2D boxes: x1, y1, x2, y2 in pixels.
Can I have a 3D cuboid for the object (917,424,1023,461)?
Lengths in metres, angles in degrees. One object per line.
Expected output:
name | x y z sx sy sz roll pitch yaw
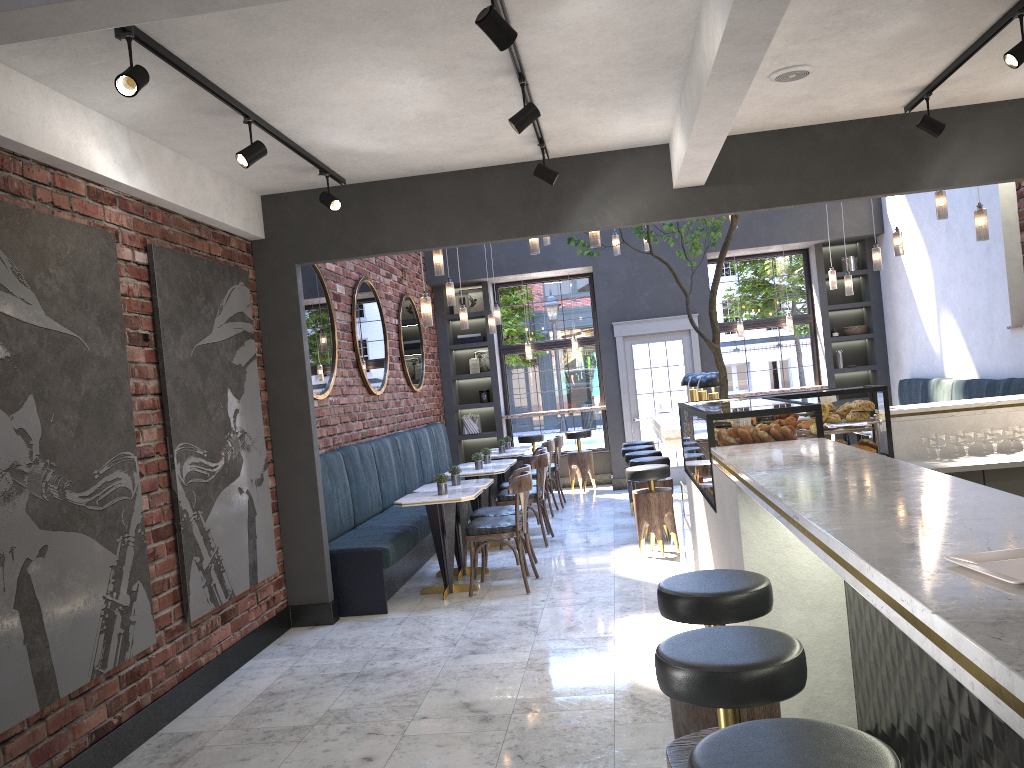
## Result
object | 2.667 0.337 5.104 0.575 0.147 0.255 -6 0 7

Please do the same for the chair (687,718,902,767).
chair | 0.536 1.064 1.578 0.370 0.821 0.372 -6 0 -40

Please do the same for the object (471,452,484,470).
object | -0.325 0.740 8.540 0.118 0.165 0.122 -6 0 -16

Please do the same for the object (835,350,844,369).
object | 4.405 -0.330 11.923 0.098 0.248 0.098 -6 0 -44

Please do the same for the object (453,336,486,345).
object | -0.597 -0.613 12.530 0.412 0.084 0.286 -6 0 7

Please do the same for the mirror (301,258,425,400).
mirror | -1.424 -0.639 8.930 0.036 1.510 4.773 -6 0 7

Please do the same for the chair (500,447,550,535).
chair | 0.141 1.102 9.120 0.521 0.851 0.538 -6 0 0

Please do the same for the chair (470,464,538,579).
chair | -0.066 1.119 7.299 0.521 0.851 0.538 -6 0 8

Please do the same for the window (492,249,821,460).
window | 1.170 -1.722 6.379 6.406 5.365 12.707 -6 0 7

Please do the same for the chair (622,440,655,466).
chair | 1.490 1.031 10.208 0.370 0.737 0.372 -6 0 -40

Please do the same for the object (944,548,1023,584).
object | 0.813 0.246 1.350 0.176 0.097 0.301 -6 0 -2

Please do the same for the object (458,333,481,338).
object | -0.606 -0.674 12.542 0.327 0.039 0.227 -6 0 -3

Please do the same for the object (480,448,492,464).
object | -0.259 0.734 9.118 0.118 0.165 0.122 -6 0 -16

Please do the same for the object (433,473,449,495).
object | -0.534 0.756 6.731 0.118 0.165 0.122 -6 0 -16

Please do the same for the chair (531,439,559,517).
chair | 0.270 1.092 10.262 0.521 0.851 0.538 -6 0 8

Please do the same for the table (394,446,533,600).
table | 1.704 0.999 8.603 4.600 0.751 4.829 -6 0 7

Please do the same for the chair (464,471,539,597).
chair | -0.072 1.118 6.718 0.521 0.851 0.538 -6 0 8

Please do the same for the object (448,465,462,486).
object | -0.467 0.751 7.308 0.118 0.165 0.122 -6 0 -16

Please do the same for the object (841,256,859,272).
object | 4.562 -1.613 11.965 0.214 0.215 0.213 -6 0 16

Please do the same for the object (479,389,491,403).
object | -0.383 0.175 12.512 0.152 0.181 0.152 -5 0 45

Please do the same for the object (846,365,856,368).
object | 4.548 -0.233 11.881 0.130 0.026 0.130 -6 0 -10

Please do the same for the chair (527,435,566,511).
chair | 0.404 1.080 10.829 0.521 0.851 0.497 -6 0 6

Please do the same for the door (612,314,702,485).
door | 1.995 0.240 11.733 1.132 2.219 0.152 -6 0 7

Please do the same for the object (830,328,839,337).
object | 4.352 -0.690 11.968 0.116 0.119 0.117 -6 0 -17

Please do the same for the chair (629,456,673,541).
chair | 1.293 1.046 8.115 0.372 0.737 0.370 -5 0 34

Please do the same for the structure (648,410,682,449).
structure | 1.945 0.825 8.683 0.990 1.050 3.489 -6 0 7

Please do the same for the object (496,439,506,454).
object | -0.122 0.724 10.307 0.118 0.165 0.122 -6 0 -16

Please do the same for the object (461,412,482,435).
object | -0.577 0.550 12.556 0.250 0.323 0.241 -6 0 7

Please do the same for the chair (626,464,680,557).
chair | 1.169 1.057 7.421 0.370 0.737 0.372 -6 0 -40

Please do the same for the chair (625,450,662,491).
chair | 1.340 1.043 8.813 0.370 0.737 0.372 -6 0 -40

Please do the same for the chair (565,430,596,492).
chair | 0.940 1.047 12.131 0.371 0.821 0.371 -6 0 -31

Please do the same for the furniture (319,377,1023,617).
furniture | 1.692 0.799 8.645 6.022 1.151 5.340 -6 0 7

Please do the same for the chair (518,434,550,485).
chair | 0.304 1.110 12.229 0.370 0.821 0.372 -6 0 -31

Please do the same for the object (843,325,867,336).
object | 4.628 -0.719 11.959 0.305 0.123 0.304 -6 0 28

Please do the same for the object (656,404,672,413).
object | 1.722 0.274 10.063 0.176 0.098 0.204 -6 0 12

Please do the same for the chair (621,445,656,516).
chair | 1.389 1.039 9.505 0.370 0.737 0.372 -6 0 -3

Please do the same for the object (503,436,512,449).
object | -0.055 0.718 10.885 0.118 0.165 0.122 -6 0 -16

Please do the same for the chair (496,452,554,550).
chair | 0.132 1.102 8.486 0.521 0.851 0.538 -6 0 8

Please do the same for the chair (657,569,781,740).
chair | 0.698 1.051 2.910 0.371 0.821 0.371 -6 0 -31

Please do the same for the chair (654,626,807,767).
chair | 0.582 1.061 2.233 0.370 0.821 0.371 -6 0 16
